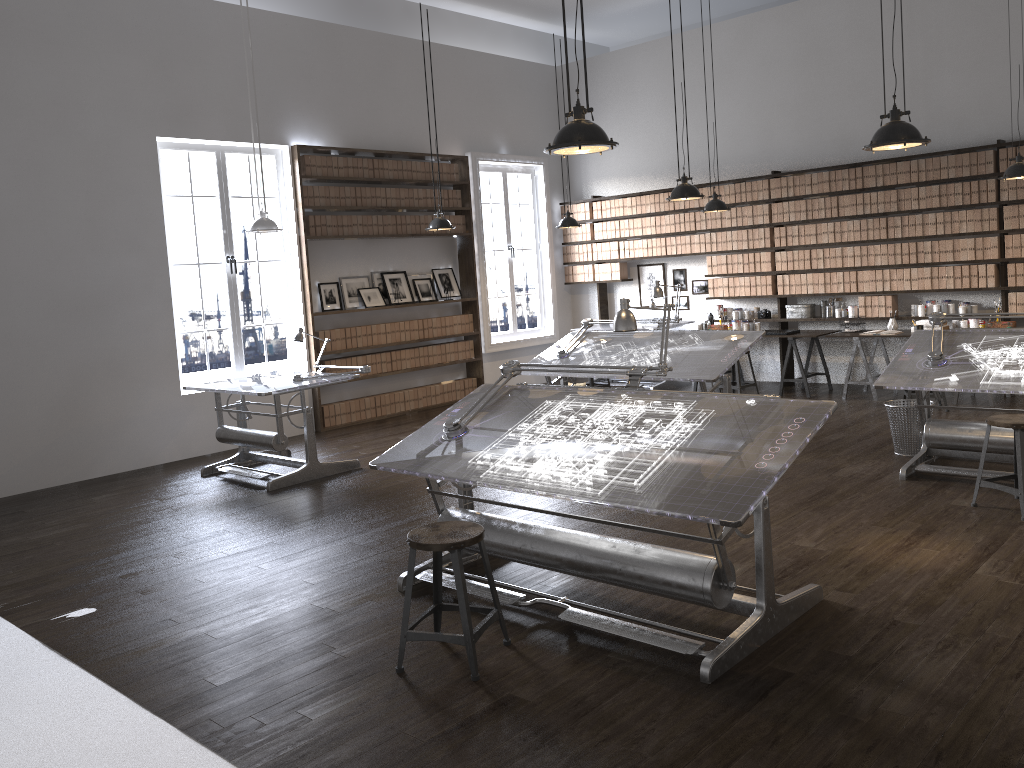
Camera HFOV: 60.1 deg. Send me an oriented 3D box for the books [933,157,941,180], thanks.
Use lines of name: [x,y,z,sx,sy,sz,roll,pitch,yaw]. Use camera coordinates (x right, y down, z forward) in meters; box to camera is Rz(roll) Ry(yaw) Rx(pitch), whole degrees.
books: [4.299,-2.163,8.905,0.067,0.225,0.175,0,7,43]

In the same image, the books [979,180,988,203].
books: [4.624,-1.873,8.642,0.067,0.224,0.175,0,7,43]

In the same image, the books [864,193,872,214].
books: [3.804,-1.913,9.402,0.067,0.225,0.175,0,7,43]

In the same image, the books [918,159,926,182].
books: [4.196,-2.167,8.998,0.067,0.225,0.175,0,7,43]

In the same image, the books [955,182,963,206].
books: [4.459,-1.881,8.789,0.067,0.225,0.175,0,7,43]

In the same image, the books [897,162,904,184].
books: [4.044,-2.175,9.141,0.067,0.224,0.175,0,7,43]

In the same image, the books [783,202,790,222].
books: [3.140,-1.944,10.018,0.067,0.225,0.175,0,7,43]

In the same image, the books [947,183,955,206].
books: [4.410,-1.884,8.840,0.067,0.225,0.175,0,7,43]

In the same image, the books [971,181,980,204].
books: [4.566,-1.875,8.688,0.067,0.225,0.175,0,7,43]

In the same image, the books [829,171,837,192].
books: [3.523,-2.200,9.629,0.067,0.225,0.175,0,7,43]

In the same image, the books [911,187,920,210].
books: [4.158,-1.895,9.069,0.067,0.225,0.175,0,7,43]

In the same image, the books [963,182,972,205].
books: [4.515,-1.879,8.744,0.067,0.225,0.175,0,7,43]

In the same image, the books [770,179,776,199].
books: [3.019,-2.225,10.097,0.067,0.224,0.175,0,7,43]

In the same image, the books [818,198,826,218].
books: [3.442,-1.930,9.738,0.067,0.225,0.175,0,7,43]

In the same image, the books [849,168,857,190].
books: [3.679,-2.193,9.485,0.067,0.225,0.175,0,7,43]

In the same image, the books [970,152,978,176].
books: [4.548,-2.151,8.673,0.067,0.225,0.175,0,7,43]

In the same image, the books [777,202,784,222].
books: [3.092,-1.947,10.068,0.067,0.225,0.175,0,7,43]

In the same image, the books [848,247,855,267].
books: [3.700,-1.372,9.575,0.067,0.224,0.175,0,7,43]

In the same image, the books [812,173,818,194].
books: [3.377,-2.207,9.762,0.067,0.224,0.175,0,7,43]

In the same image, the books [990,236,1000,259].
books: [4.719,-1.322,8.620,0.067,0.225,0.175,0,7,43]

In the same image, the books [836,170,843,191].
books: [3.575,-2.198,9.581,0.067,0.225,0.175,0,7,43]

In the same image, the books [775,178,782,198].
books: [3.062,-2.222,10.050,0.067,0.225,0.175,0,7,43]

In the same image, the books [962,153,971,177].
books: [4.495,-2.152,8.715,0.067,0.225,0.175,0,7,43]

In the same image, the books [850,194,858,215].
books: [3.695,-1.917,9.498,0.067,0.225,0.175,0,7,43]

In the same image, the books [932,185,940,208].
books: [4.305,-1.888,8.930,0.067,0.225,0.175,0,7,43]

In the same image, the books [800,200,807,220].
books: [3.287,-1.937,9.879,0.067,0.225,0.175,0,7,43]

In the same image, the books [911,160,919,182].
books: [4.140,-2.170,9.045,0.067,0.225,0.175,0,7,43]

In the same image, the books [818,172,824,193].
books: [3.424,-2.205,9.720,0.067,0.224,0.175,0,7,43]

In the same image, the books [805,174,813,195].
books: [3.322,-2.209,9.810,0.067,0.225,0.175,0,7,43]

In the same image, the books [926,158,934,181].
books: [4.249,-2.165,8.954,0.067,0.225,0.175,0,7,43]

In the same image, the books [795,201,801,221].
books: [3.242,-1.940,9.928,0.067,0.224,0.175,0,7,43]

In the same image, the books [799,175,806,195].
books: [3.274,-2.212,9.861,0.067,0.225,0.175,0,7,43]

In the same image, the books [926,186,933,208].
books: [4.260,-1.891,8.979,0.067,0.224,0.175,0,7,43]

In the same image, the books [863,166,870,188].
books: [3.788,-2.188,9.383,0.067,0.224,0.175,0,7,43]

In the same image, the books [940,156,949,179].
books: [4.348,-2.160,8.854,0.067,0.225,0.175,0,7,43]

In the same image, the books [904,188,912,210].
books: [4.109,-1.898,9.119,0.067,0.225,0.175,0,7,43]

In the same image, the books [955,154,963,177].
books: [4.449,-2.155,8.764,0.067,0.224,0.175,0,7,43]

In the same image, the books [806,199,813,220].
books: [3.341,-1.935,9.837,0.067,0.225,0.175,0,7,43]

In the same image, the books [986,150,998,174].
books: [4.649,-2.145,8.574,0.067,0.225,0.175,0,7,43]

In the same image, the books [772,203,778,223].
books: [3.042,-1.950,10.117,0.067,0.225,0.175,0,7,43]

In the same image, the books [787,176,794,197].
books: [3.170,-2.217,9.954,0.067,0.225,0.175,0,7,43]

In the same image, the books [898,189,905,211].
books: [4.060,-1.901,9.168,0.067,0.225,0.175,0,7,43]

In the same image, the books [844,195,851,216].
books: [3.652,-1.920,9.544,0.067,0.224,0.175,0,7,43]

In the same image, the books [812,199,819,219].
books: [3.393,-1.933,9.789,0.067,0.225,0.175,0,7,43]

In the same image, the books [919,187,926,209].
books: [4.212,-1.893,9.021,0.067,0.224,0.175,0,7,43]

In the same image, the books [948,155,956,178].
books: [4.402,-2.157,8.806,0.067,0.224,0.175,0,7,43]

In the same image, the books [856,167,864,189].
books: [3.730,-2.190,9.429,0.067,0.225,0.175,0,7,43]

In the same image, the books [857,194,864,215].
books: [3.748,-1.915,9.449,0.067,0.225,0.175,0,7,43]

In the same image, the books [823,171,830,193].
books: [3.470,-2.202,9.671,0.067,0.225,0.175,0,7,43]

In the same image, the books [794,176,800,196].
books: [3.224,-2.215,9.909,0.067,0.225,0.175,0,7,43]

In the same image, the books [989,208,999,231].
books: [4.702,-1.598,8.605,0.067,0.225,0.175,0,7,43]

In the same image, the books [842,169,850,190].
books: [3.624,-2.195,9.530,0.067,0.225,0.175,0,7,43]

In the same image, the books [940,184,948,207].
books: [4.358,-1.886,8.888,0.067,0.225,0.175,0,7,43]

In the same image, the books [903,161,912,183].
books: [4.087,-2.172,9.094,0.067,0.225,0.175,0,7,43]

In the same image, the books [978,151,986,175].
books: [4.600,-2.148,8.625,0.067,0.225,0.175,0,7,43]

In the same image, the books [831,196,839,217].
books: [3.548,-1.925,9.637,0.067,0.225,0.175,0,7,43]

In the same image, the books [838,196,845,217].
books: [3.606,-1.923,9.591,0.067,0.224,0.175,0,7,43]

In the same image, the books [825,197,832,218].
books: [3.497,-1.928,9.692,0.067,0.225,0.175,0,7,43]

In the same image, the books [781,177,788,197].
books: [3.115,-2.219,10.001,0.067,0.225,0.175,0,7,43]
